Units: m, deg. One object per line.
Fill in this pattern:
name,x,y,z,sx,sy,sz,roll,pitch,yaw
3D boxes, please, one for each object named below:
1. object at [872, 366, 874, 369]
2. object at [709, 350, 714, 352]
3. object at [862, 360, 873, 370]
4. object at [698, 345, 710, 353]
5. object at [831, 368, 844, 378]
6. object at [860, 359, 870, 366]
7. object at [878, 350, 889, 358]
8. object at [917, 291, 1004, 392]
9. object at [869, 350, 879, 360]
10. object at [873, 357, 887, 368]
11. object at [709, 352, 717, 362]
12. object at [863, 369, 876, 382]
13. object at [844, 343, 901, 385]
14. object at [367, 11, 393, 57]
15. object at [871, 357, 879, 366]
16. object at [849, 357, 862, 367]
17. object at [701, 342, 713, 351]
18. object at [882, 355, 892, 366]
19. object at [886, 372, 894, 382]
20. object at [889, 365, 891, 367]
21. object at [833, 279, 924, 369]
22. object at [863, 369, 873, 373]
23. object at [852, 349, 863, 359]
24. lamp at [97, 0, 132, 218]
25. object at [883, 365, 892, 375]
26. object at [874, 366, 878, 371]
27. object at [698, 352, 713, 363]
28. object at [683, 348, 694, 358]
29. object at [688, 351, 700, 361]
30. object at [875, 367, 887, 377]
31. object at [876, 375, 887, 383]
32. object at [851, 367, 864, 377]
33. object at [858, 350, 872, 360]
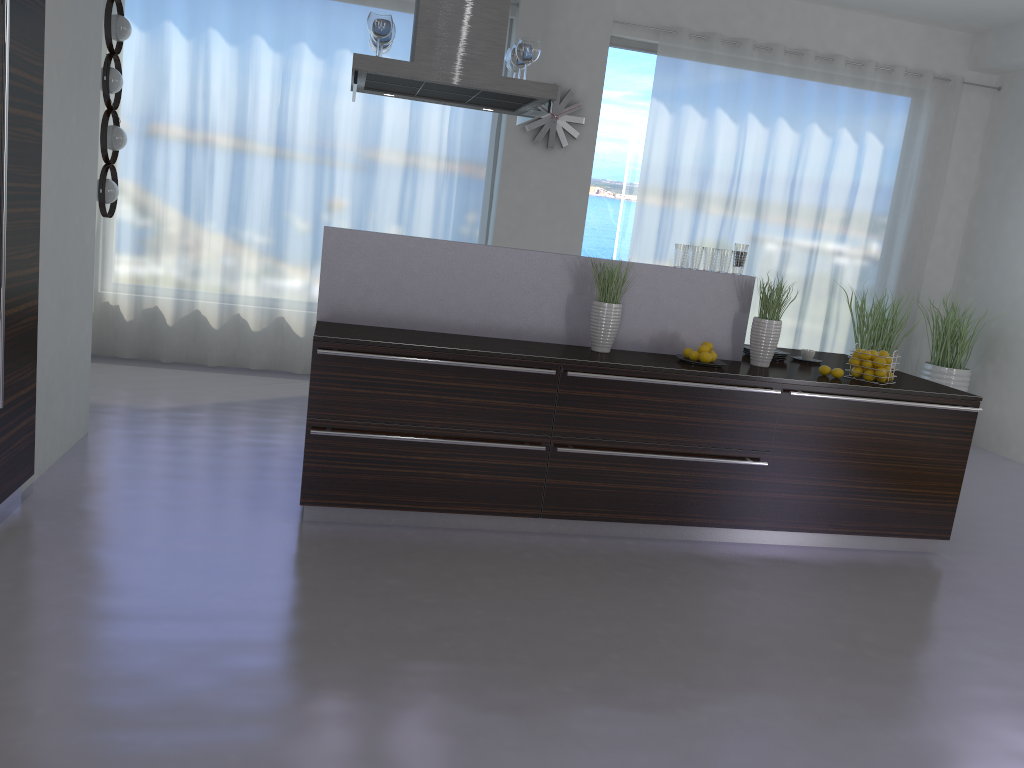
object,1.873,-0.078,4.610,0.052,0.053,0.062,12,12,25
object,0.996,-0.148,4.462,0.051,0.053,0.063,13,12,28
object,1.806,-0.098,4.504,0.062,0.053,0.052,-2,14,-39
object,0.951,-0.171,4.395,0.061,0.047,0.053,5,11,-9
object,1.645,-0.055,4.479,0.063,0.051,0.053,6,11,-8
object,1.812,-0.111,4.559,0.064,0.053,0.051,5,11,-9
object,1.914,-0.144,4.566,0.050,0.060,0.059,5,11,-12
object,3.711,-0.179,7.681,0.656,1.334,0.713,2,12,-27
object,1.845,-0.148,4.533,0.051,0.053,0.063,5,11,-10
object,1.854,-0.108,4.473,0.061,0.052,0.053,7,11,1
object,0.990,-0.133,4.407,0.061,0.054,0.052,0,13,-34
object,1.816,-0.044,4.504,0.064,0.063,0.074,9,11,8
object,1.850,-0.105,4.543,0.207,0.174,0.189,17,14,42
object,-0.638,-1.657,4.243,0.125,0.221,0.125,9,11,13
object,1.872,-0.119,4.569,0.055,0.051,0.061,4,11,-17
object,1.757,-0.112,4.539,0.053,0.051,0.063,-3,14,-42
object,0.977,-0.187,4.440,0.053,0.048,0.063,-4,15,-45
object,1.904,-0.119,4.503,0.051,0.053,0.063,7,11,1
object,1.935,-0.037,4.555,0.053,0.052,0.062,12,12,27
object,1.919,-0.091,4.559,0.053,0.054,0.061,14,13,34
object,3.073,-0.227,7.517,0.713,1.334,0.656,5,11,-11
object,1.828,-0.056,4.544,0.057,0.060,0.052,6,11,-6
object,1.780,-0.152,4.555,0.052,0.060,0.057,2,11,-23
lamp,-2.486,-2.237,5.547,0.180,2.370,0.367,4,11,-18
object,1.899,-0.069,4.506,0.061,0.055,0.051,0,12,-32
object,1.872,-0.078,4.519,0.051,0.053,0.062,6,11,-4
object,0.950,-0.130,4.356,0.070,0.058,0.060,5,11,-13
object,0.888,-0.154,4.445,0.061,0.054,0.052,14,13,34
object,0.905,-0.138,4.394,0.063,0.051,0.053,6,11,-8
object,1.852,-0.058,4.455,0.061,0.054,0.052,0,13,-34
object,1.872,-0.034,4.494,0.051,0.053,0.063,6,11,-4
object,1.766,-0.062,4.535,0.060,0.057,0.052,5,11,-10
object,1.793,-0.145,4.504,0.063,0.051,0.053,14,13,35
